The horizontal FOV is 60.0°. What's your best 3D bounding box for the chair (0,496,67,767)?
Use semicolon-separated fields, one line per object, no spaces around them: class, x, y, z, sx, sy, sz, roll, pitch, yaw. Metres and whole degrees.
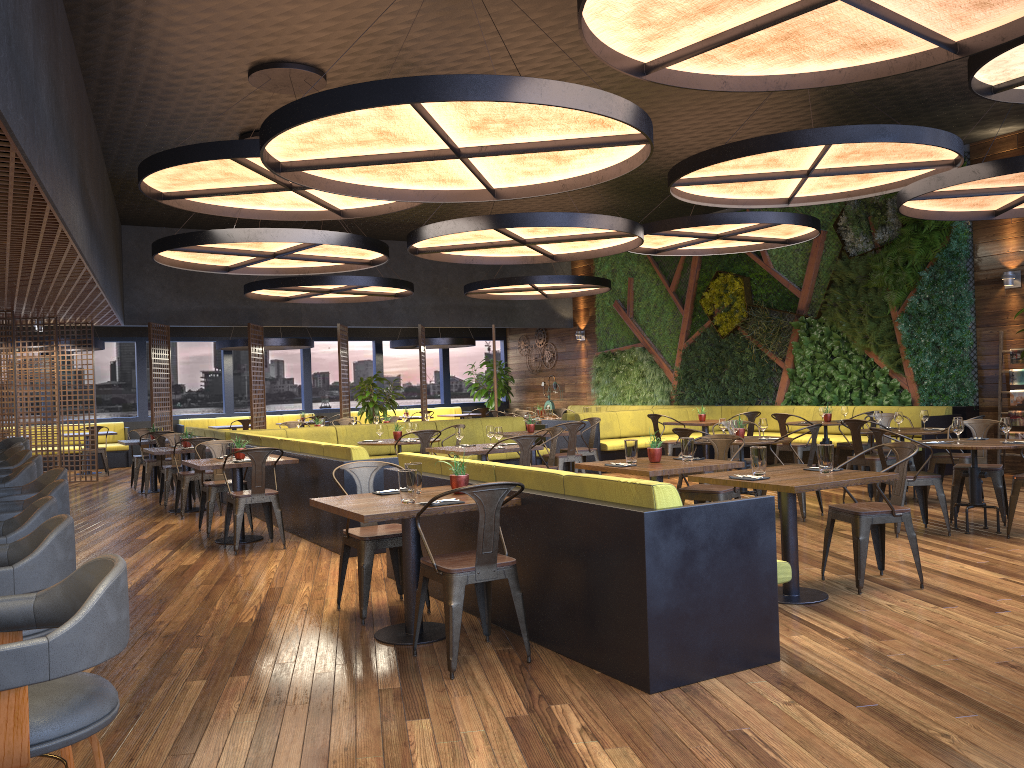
chair;-1.731;0.912;2.919;0.483;1.048;0.438;-2;0;31

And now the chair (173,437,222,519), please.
chair;-3.638;1.065;10.258;0.504;0.917;0.541;-2;0;-30

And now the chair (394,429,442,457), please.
chair;-1.081;0.979;10.253;0.504;0.917;0.541;-2;0;-30

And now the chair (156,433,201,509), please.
chair;-4.260;1.090;11.338;0.504;0.917;0.541;-2;0;-30

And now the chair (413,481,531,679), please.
chair;-0.204;0.931;4.453;0.504;0.917;0.541;-2;0;-30

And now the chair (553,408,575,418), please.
chair;1.053;0.930;17.070;0.504;0.917;0.541;-2;0;-30

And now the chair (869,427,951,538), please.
chair;3.383;0.821;7.621;0.541;0.917;0.504;-2;0;0

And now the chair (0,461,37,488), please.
chair;-2.793;0.954;4.765;0.483;1.048;0.438;-2;0;31

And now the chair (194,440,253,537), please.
chair;-2.925;1.037;8.992;0.504;0.917;0.541;-2;0;-30

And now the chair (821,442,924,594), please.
chair;2.369;0.849;5.805;0.541;0.917;0.504;-2;0;-11

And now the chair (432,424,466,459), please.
chair;-0.847;0.974;11.104;0.541;0.917;0.504;-2;0;-30

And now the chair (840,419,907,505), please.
chair;3.770;0.813;9.324;0.541;0.917;0.504;-2;0;-30

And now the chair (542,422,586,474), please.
chair;0.648;0.924;11.023;0.504;0.917;0.541;-2;0;-30

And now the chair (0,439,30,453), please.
chair;-4.506;1.022;7.844;0.438;1.048;0.483;-2;0;-1

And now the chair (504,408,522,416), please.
chair;0.130;0.966;18.582;0.504;0.917;0.541;-2;0;-30

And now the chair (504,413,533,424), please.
chair;0.150;0.955;15.673;0.541;0.917;0.504;-2;0;-30

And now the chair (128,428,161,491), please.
chair;-5.622;1.143;13.655;0.504;0.917;0.541;-2;0;-30

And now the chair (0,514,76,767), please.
chair;-1.422;0.900;2.408;0.483;1.048;0.438;-2;0;31

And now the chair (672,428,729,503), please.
chair;1.877;0.875;8.726;0.541;0.917;0.504;-2;0;-30

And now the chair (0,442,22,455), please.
chair;-4.252;1.011;7.272;0.483;1.048;0.438;-2;0;31

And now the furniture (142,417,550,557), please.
furniture;-1.476;1.001;11.754;4.895;0.914;7.462;-2;0;-35

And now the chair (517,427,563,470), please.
chair;0.278;0.931;9.463;0.541;0.917;0.504;-2;0;-30

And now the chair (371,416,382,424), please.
chair;-2.936;1.072;19.720;0.541;0.917;0.504;-2;0;-30

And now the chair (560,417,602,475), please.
chair;0.928;0.917;11.932;0.541;0.917;0.504;-2;0;-30

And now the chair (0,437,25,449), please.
chair;-4.809;1.034;8.349;0.438;1.048;0.483;-2;0;-38

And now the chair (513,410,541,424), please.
chair;0.301;0.954;16.636;0.504;0.917;0.541;-2;0;-30

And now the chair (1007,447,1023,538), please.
chair;4.352;0.786;7.155;0.504;0.917;0.541;-2;0;-39

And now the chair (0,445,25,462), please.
chair;-3.860;0.996;6.602;0.438;1.048;0.483;-2;0;-16

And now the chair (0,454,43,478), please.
chair;-3.087;0.966;5.384;0.438;1.048;0.483;-2;0;-1

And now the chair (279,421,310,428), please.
chair;-3.562;1.077;14.683;0.504;0.917;0.541;-2;0;-30

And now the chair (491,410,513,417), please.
chair;-0.127;0.971;17.572;0.541;0.917;0.504;-2;0;-30

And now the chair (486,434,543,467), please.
chair;0.031;0.936;8.514;0.504;0.917;0.541;-2;0;-30

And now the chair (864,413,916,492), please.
chair;4.313;0.797;10.111;0.504;0.917;0.541;-2;0;9

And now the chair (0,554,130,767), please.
chair;-0.973;0.883;1.717;0.483;1.048;0.438;-2;0;31

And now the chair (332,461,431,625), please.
chair;-0.835;0.956;5.548;0.504;0.917;0.541;-2;0;-30

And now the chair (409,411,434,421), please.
chair;-1.974;1.039;19.412;0.504;0.917;0.541;-2;0;-30

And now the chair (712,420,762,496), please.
chair;2.420;0.859;9.512;0.504;0.917;0.541;-2;0;9

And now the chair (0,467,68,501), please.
chair;-2.334;0.937;4.200;0.438;1.048;0.483;-2;0;-10

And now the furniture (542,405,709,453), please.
furniture;1.181;0.928;17.090;3.378;0.916;4.755;-2;0;-30

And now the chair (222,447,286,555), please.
chair;-2.304;1.013;7.913;0.504;0.917;0.541;-2;0;-30

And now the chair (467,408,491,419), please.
chair;-0.736;1.000;20.127;0.504;0.917;0.541;-2;0;-30

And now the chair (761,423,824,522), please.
chair;2.754;0.845;8.664;0.541;0.917;0.504;-2;0;42

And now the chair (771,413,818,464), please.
chair;3.667;0.824;11.491;0.541;0.917;0.504;-2;0;-30

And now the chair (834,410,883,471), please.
chair;4.455;0.797;11.344;0.504;0.917;0.541;-2;0;-30

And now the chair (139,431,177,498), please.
chair;-5.009;1.119;12.592;0.504;0.917;0.541;-2;0;-30

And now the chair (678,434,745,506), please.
chair;1.611;0.879;7.167;0.504;0.917;0.541;-2;0;37

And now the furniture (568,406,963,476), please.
furniture;3.494;0.838;13.073;3.372;0.914;4.503;-2;0;-30

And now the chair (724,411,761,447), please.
chair;3.235;0.841;12.516;0.504;0.917;0.541;-2;0;-30

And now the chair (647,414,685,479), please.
chair;2.248;0.875;12.782;0.541;0.917;0.504;-2;0;-30

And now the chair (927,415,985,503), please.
chair;4.647;0.783;9.263;0.541;0.917;0.504;-2;0;42

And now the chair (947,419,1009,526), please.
chair;4.265;0.792;8.106;0.504;0.917;0.541;-2;0;32

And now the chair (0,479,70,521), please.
chair;-2.006;0.924;3.549;0.438;1.048;0.483;-2;0;-1

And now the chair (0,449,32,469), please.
chair;-3.489;0.982;6.001;0.483;1.048;0.438;-2;0;20
